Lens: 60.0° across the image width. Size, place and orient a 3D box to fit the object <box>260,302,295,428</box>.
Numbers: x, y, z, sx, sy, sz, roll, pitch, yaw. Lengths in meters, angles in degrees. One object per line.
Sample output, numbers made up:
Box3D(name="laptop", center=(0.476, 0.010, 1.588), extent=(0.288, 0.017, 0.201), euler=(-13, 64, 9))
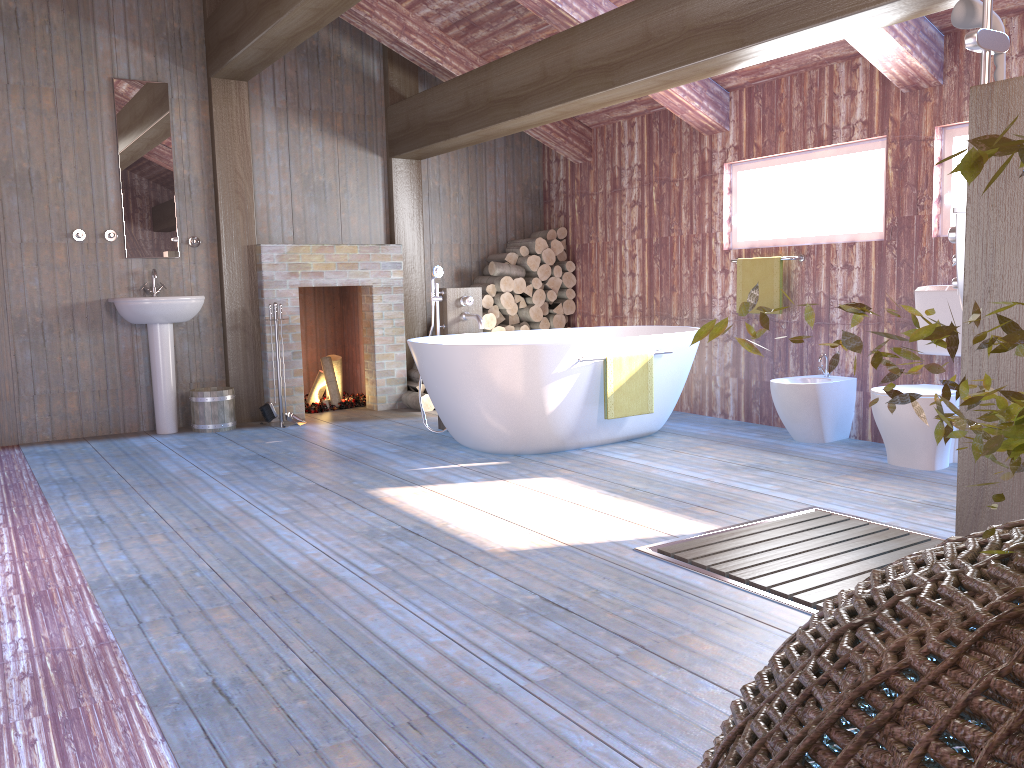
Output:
Box3D(name="object", center=(-1.714, -0.144, 6.385), extent=(0.276, 0.888, 0.333), euler=(0, 7, 10))

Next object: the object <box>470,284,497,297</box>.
Box3D(name="object", center=(-0.238, -0.778, 7.349), extent=(0.106, 0.112, 0.282), euler=(-5, 8, -31))

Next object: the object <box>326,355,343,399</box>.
Box3D(name="object", center=(-1.501, -0.019, 7.480), extent=(0.140, 0.459, 0.266), euler=(-3, 7, -14))

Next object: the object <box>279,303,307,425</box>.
Box3D(name="object", center=(-1.616, -0.142, 6.372), extent=(0.206, 0.871, 0.126), euler=(0, 7, 11))

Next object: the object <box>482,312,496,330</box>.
Box3D(name="object", center=(-0.299, -0.527, 7.325), extent=(0.138, 0.147, 0.440), euler=(-5, 8, -32))

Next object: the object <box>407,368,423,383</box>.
Box3D(name="object", center=(-0.745, -0.061, 7.163), extent=(0.114, 0.120, 0.303), euler=(-5, 8, -31))

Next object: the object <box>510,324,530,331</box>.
Box3D(name="object", center=(-0.015, -0.458, 7.512), extent=(0.098, 0.100, 0.437), euler=(-6, 8, -34))

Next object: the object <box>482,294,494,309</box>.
Box3D(name="object", center=(-0.273, -0.683, 7.318), extent=(0.115, 0.123, 0.291), euler=(-5, 8, -31))

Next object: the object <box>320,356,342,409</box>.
Box3D(name="object", center=(-1.470, -0.006, 7.229), extent=(0.098, 0.434, 0.283), euler=(-6, 8, -34))

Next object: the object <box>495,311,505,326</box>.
Box3D(name="object", center=(-0.191, -0.564, 7.505), extent=(0.128, 0.150, 0.323), euler=(-5, 8, -32))

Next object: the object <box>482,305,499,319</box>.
Box3D(name="object", center=(-0.231, -0.600, 7.372), extent=(0.111, 0.113, 0.301), euler=(-6, 8, -33))

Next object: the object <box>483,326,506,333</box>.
Box3D(name="object", center=(-0.231, -0.427, 7.397), extent=(0.139, 0.148, 0.458), euler=(-5, 8, -32))

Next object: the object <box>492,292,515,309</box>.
Box3D(name="object", center=(-0.159, -0.695, 7.395), extent=(0.141, 0.143, 0.437), euler=(-6, 8, -34))

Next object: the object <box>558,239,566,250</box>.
Box3D(name="object", center=(0.355, -1.215, 7.738), extent=(0.081, 0.100, 0.281), euler=(-5, 8, -32))

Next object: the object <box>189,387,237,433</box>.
Box3D(name="object", center=(-2.108, 0.180, 6.257), extent=(0.309, 0.290, 0.308), euler=(-4, 7, -22))

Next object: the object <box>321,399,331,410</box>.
Box3D(name="object", center=(-1.477, 0.156, 7.251), extent=(0.085, 0.084, 0.278), euler=(0, 7, 14))

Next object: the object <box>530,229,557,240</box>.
Box3D(name="object", center=(0.269, -1.267, 7.659), extent=(0.104, 0.121, 0.270), euler=(-5, 8, -31))

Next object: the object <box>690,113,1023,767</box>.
Box3D(name="object", center=(0.583, 0.367, 0.692), extent=(0.970, 1.073, 0.972), euler=(4, 8, 38))

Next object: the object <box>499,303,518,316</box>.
Box3D(name="object", center=(-0.074, -0.639, 7.453), extent=(0.115, 0.123, 0.291), euler=(-5, 8, -31))

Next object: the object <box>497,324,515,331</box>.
Box3D(name="object", center=(-0.104, -0.446, 7.461), extent=(0.114, 0.120, 0.303), euler=(-5, 8, -31))

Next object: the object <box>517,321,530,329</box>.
Box3D(name="object", center=(0.026, -0.485, 7.654), extent=(0.116, 0.118, 0.289), euler=(-6, 8, -34))

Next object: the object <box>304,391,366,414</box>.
Box3D(name="object", center=(-1.629, 0.143, 7.522), extent=(0.935, 0.085, 0.829), euler=(4, 8, 40))

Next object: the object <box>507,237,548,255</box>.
Box3D(name="object", center=(0.129, -1.169, 7.559), extent=(0.135, 0.139, 0.456), euler=(-5, 8, -31))

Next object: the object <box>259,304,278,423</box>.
Box3D(name="object", center=(-1.746, -0.144, 6.303), extent=(0.062, 0.846, 0.136), euler=(4, 8, 39))

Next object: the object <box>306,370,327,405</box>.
Box3D(name="object", center=(-1.604, 0.041, 7.345), extent=(0.221, 0.306, 0.121), euler=(-2, 6, -5))

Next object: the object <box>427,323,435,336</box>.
Box3D(name="object", center=(-0.518, -0.426, 7.207), extent=(0.139, 0.137, 0.455), euler=(-6, 8, -34))

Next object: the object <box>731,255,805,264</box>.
Box3D(name="object", center=(1.626, -0.803, 5.728), extent=(0.091, 0.043, 0.581), euler=(-5, 8, -31))

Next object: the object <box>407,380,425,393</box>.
Box3D(name="object", center=(-0.789, 0.028, 7.144), extent=(0.099, 0.093, 0.280), euler=(-5, 8, -31))

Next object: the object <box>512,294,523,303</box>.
Box3D(name="object", center=(-0.016, -0.722, 7.485), extent=(0.088, 0.092, 0.280), euler=(-5, 8, -31))

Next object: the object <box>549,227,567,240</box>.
Box3D(name="object", center=(0.358, -1.299, 7.714), extent=(0.112, 0.113, 0.271), euler=(-5, 8, -32))

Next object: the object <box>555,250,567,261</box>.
Box3D(name="object", center=(0.358, -1.118, 7.732), extent=(0.107, 0.115, 0.269), euler=(-5, 8, -31))

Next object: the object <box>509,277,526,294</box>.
Box3D(name="object", center=(-0.057, -0.829, 7.454), extent=(0.138, 0.147, 0.440), euler=(-5, 8, -32))

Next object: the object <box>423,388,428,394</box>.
Box3D(name="object", center=(-0.648, 0.036, 7.131), extent=(0.150, 0.159, 0.483), euler=(-6, 8, -33))

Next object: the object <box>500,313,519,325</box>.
Box3D(name="object", center=(-0.066, -0.562, 7.588), extent=(0.104, 0.127, 0.321), euler=(-5, 8, -31))

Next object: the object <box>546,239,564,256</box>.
Box3D(name="object", center=(0.263, -1.166, 7.647), extent=(0.133, 0.142, 0.456), euler=(-5, 8, -31))

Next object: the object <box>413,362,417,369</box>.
Box3D(name="object", center=(-0.711, -0.156, 7.170), extent=(0.085, 0.091, 0.280), euler=(-6, 8, -33))

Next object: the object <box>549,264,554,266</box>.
Box3D(name="object", center=(0.235, -1.059, 7.735), extent=(0.132, 0.119, 0.319), euler=(-5, 8, -30))

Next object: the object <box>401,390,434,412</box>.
Box3D(name="object", center=(-0.782, 0.132, 7.067), extent=(0.141, 0.143, 0.437), euler=(-6, 8, -34))

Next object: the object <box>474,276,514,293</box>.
Box3D(name="object", center=(-0.155, -0.833, 7.391), extent=(0.135, 0.145, 0.439), euler=(-5, 8, -32))

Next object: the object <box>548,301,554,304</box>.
Box3D(name="object", center=(0.289, -0.722, 7.668), extent=(0.067, 0.069, 0.177), euler=(-5, 8, -32))
